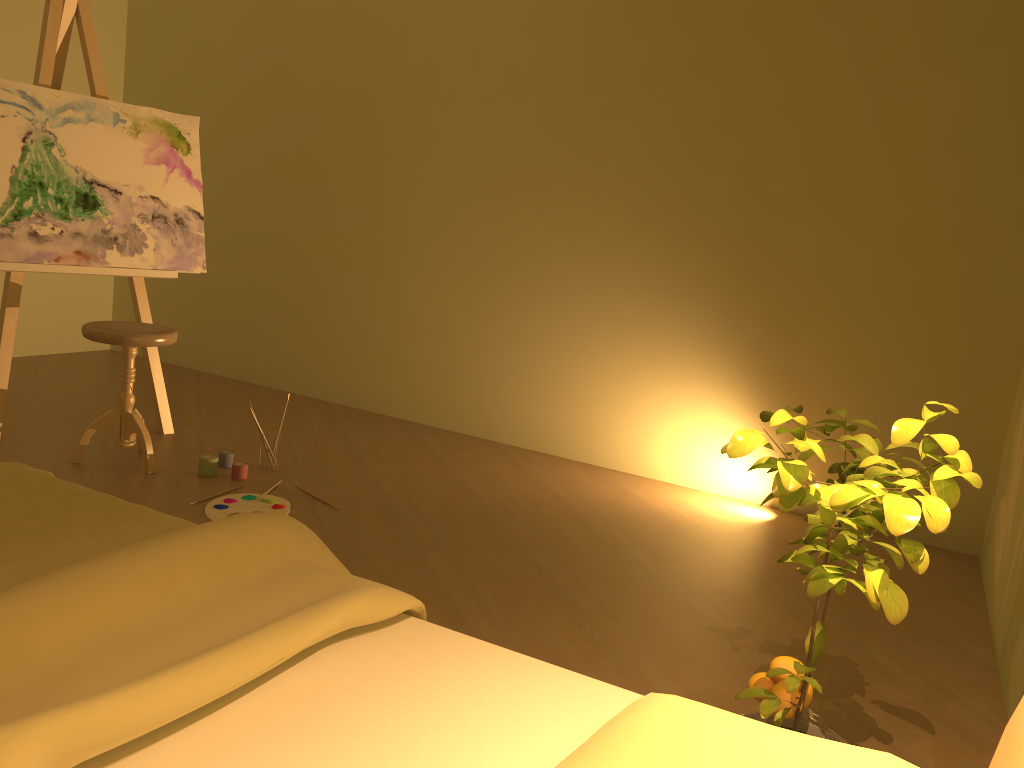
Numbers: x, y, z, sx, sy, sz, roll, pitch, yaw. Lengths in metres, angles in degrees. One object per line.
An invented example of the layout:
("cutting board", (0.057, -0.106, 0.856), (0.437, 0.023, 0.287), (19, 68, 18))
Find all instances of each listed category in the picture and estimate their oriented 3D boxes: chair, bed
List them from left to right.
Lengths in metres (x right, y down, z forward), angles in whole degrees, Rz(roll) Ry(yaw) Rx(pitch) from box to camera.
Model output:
("chair", (-1.526, 0.048, 3.525), (0.364, 0.551, 0.348), (14, 12, 35))
("bed", (-0.447, 0.412, 1.226), (2.378, 0.894, 1.286), (12, 11, 24))

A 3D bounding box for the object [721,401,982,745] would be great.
("object", (0.547, 0.439, 1.653), (0.372, 0.944, 0.828), (10, 10, 17))

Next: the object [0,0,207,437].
("object", (-2.012, -0.685, 3.765), (1.132, 1.896, 0.972), (9, 10, 6))

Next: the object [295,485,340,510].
("object", (-0.759, 0.438, 3.439), (0.010, 0.010, 0.325), (-3, 14, -45))

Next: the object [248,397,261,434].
("object", (-1.052, 0.208, 3.717), (0.159, 0.286, 0.010), (11, 10, 19))

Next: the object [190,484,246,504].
("object", (-1.100, 0.412, 3.335), (0.010, 0.010, 0.325), (11, 10, 19))

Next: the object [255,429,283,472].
("object", (-1.023, 0.280, 3.720), (0.106, 0.157, 0.106), (7, 10, -4))

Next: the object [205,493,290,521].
("object", (-0.958, 0.450, 3.212), (0.288, 0.014, 0.366), (7, 10, -4))

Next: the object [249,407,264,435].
("object", (-1.028, 0.222, 3.675), (0.010, 0.278, 0.172), (15, 12, 36))

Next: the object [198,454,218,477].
("object", (-1.215, 0.327, 3.549), (0.073, 0.073, 0.073), (13, 11, 28))

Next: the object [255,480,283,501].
("object", (-0.941, 0.411, 3.447), (0.010, 0.015, 0.325), (8, 10, 2))

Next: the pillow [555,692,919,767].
("pillow", (0.175, 0.528, 0.935), (0.482, 0.213, 0.801), (14, 12, 34))

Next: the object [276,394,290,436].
("object", (-0.984, 0.197, 3.745), (0.069, 0.319, 0.010), (-1, 13, -39))

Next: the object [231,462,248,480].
("object", (-1.093, 0.349, 3.557), (0.060, 0.060, 0.060), (8, 10, 6))

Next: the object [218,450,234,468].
("object", (-1.191, 0.313, 3.692), (0.060, 0.060, 0.060), (9, 10, 9))
